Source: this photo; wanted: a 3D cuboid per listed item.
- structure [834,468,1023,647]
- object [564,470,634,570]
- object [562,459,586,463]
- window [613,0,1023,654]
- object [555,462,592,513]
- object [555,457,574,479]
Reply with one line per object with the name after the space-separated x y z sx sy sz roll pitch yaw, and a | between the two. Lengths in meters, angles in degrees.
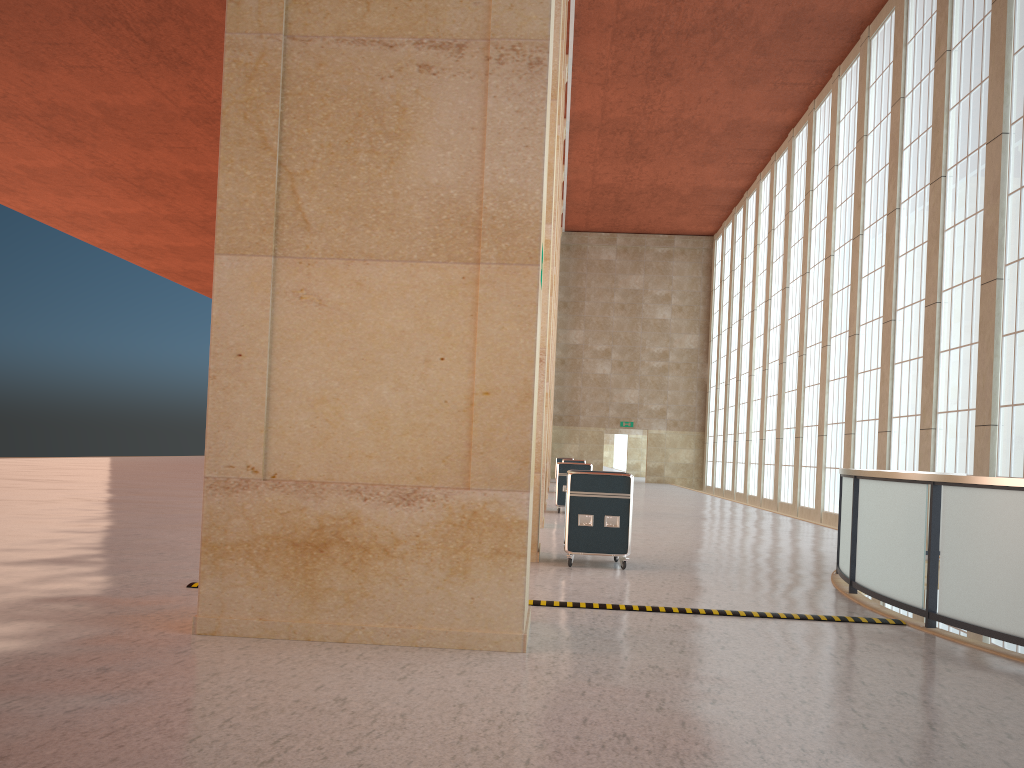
7.226 2.090 10.851 5.246 1.792 13.104 3 -4 -7 | structure
1.413 2.222 14.678 1.055 1.540 1.275 2 -2 3 | object
2.807 4.236 40.563 1.055 1.540 1.275 2 -2 3 | object
14.227 5.074 76.104 0.010 28.599 165.296 3 -4 3 | window
1.880 3.179 27.091 1.055 1.540 1.275 2 -2 3 | object
3.168 5.240 53.657 1.055 1.540 1.275 2 -2 3 | object
